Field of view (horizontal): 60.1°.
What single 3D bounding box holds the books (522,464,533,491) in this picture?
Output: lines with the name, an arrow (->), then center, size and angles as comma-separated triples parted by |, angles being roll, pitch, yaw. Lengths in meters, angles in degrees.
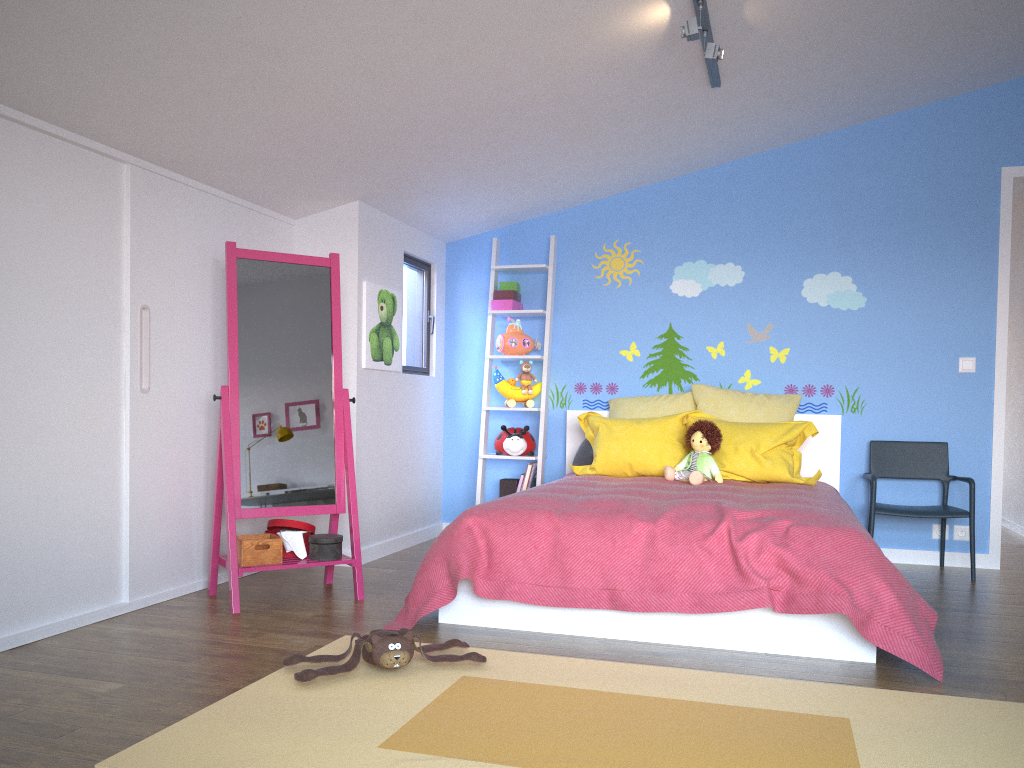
books -> 0.103, 0.590, 5.196 | 0.080, 0.248, 0.197 | 1, 1, 17

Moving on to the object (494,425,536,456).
object -> 0.007, 0.334, 5.257 | 0.253, 0.183, 0.322 | 1, -1, 23

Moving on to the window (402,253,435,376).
window -> -0.637, -0.421, 5.253 | 0.209, 0.748, 0.585 | 1, 1, 17

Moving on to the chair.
chair -> 2.098, 0.642, 4.625 | 0.512, 0.675, 0.416 | 1, 1, 13

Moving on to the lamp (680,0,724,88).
lamp -> 0.724, -1.270, 3.290 | 0.123, 0.144, 1.204 | 1, -1, 20

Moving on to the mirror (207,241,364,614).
mirror -> -0.953, 0.164, 3.748 | 0.610, 1.491, 0.416 | 0, 2, -32

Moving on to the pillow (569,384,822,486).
pillow -> 0.961, 0.258, 4.776 | 1.344, 0.532, 0.679 | 1, 0, 18

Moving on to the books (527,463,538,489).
books -> 2.218, 3.888, 6.773 | 5.394, 6.718, 0.360 | 1, 2, -32

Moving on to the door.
door -> 3.200, -0.058, 5.025 | 1.032, 2.131, 0.997 | 1, 1, 17

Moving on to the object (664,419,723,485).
object -> 0.908, 0.342, 4.378 | 0.251, 0.342, 0.286 | 0, 1, -39

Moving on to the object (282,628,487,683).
object -> -0.420, 0.811, 2.811 | 0.606, 0.112, 0.399 | 2, -1, -24

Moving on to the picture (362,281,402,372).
picture -> -0.691, -0.295, 4.721 | 0.026, 0.444, 0.450 | 1, 0, 17

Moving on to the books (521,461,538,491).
books -> 0.095, 0.588, 5.241 | 0.078, 0.254, 0.209 | 1, 1, 17

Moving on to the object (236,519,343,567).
object -> -0.976, 0.658, 3.790 | 0.445, 0.159, 0.368 | 2, -1, -27

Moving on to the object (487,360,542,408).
object -> 0.038, 0.000, 5.230 | 0.372, 0.282, 0.154 | 1, 1, -11

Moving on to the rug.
rug -> 0.290, 0.885, 2.243 | 2.199, 0.006, 1.200 | 1, -1, 17

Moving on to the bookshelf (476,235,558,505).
bookshelf -> 0.023, 0.033, 5.279 | 0.391, 1.854, 0.380 | 1, 2, 17

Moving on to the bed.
bed -> 0.747, 0.538, 4.029 | 1.925, 0.812, 2.317 | 1, -1, 17

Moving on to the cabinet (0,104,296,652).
cabinet -> -1.759, -0.022, 2.552 | 0.053, 1.765, 4.232 | 1, -1, 17

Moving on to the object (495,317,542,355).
object -> 0.045, -0.281, 5.288 | 0.295, 0.234, 0.157 | 1, 1, -13
